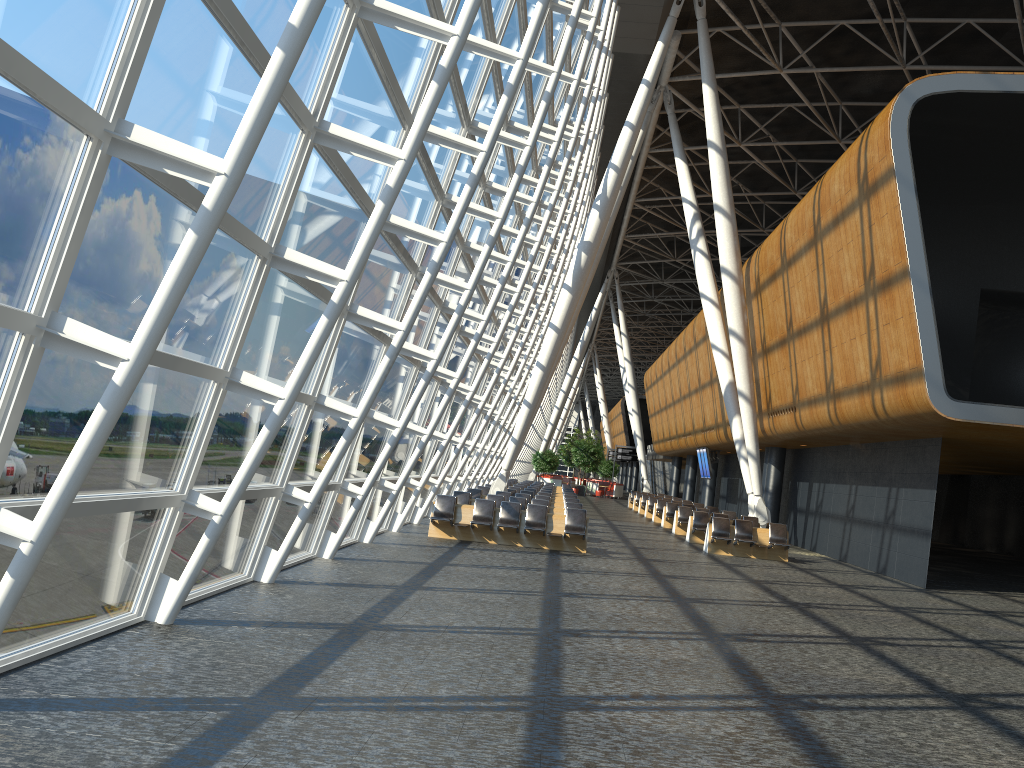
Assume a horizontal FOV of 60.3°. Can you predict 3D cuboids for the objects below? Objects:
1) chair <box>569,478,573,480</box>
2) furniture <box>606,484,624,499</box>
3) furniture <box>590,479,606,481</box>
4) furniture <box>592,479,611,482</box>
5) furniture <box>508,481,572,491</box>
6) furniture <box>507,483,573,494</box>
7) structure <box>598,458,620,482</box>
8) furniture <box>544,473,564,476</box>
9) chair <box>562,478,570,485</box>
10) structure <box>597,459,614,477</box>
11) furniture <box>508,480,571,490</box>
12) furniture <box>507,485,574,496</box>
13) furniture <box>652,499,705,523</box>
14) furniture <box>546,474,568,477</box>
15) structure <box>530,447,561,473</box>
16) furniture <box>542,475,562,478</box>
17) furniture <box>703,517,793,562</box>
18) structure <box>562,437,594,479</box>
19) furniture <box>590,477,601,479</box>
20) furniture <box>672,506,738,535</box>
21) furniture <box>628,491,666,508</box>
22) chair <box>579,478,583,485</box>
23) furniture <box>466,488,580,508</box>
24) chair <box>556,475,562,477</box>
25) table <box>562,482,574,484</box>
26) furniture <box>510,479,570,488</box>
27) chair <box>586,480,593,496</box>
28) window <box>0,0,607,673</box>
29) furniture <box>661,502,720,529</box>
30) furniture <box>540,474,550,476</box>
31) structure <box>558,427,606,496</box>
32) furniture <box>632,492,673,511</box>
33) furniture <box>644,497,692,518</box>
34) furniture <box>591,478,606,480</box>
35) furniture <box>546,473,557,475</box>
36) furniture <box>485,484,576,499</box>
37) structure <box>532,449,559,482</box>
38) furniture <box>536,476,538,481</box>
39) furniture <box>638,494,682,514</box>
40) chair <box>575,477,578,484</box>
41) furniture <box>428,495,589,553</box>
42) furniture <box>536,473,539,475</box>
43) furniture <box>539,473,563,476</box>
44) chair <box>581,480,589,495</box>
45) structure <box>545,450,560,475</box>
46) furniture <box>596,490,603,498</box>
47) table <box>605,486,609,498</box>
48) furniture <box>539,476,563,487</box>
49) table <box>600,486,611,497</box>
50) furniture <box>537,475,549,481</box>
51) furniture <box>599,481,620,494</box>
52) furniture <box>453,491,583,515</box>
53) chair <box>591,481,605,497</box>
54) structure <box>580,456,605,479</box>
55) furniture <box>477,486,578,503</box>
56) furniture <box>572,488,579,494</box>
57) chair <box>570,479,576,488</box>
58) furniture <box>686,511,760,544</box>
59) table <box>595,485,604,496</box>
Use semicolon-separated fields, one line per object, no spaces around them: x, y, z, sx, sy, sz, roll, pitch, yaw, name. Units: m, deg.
4.137;7.464;65.592;0.658;1.011;0.625;5;-1;28;chair
6.921;7.140;58.839;0.886;1.007;2.843;5;-4;16;furniture
6.834;8.397;72.976;2.846;1.008;0.884;10;-4;-44;furniture
6.968;8.077;69.258;0.893;1.008;2.820;7;-4;-29;furniture
1.075;4.878;39.296;3.249;0.869;1.665;5;-4;3;furniture
0.914;4.594;36.301;3.249;0.869;1.665;5;-4;3;furniture
7.361;7.104;67.807;1.742;2.781;1.771;6;-1;-39;structure
4.307;10.598;99.573;3.249;0.869;1.665;5;-4;3;furniture
3.453;6.846;59.454;0.620;1.011;0.664;5;-1;28;chair
8.250;8.013;78.178;1.893;2.998;1.925;6;-1;-39;structure
1.236;5.162;42.292;3.249;0.869;1.665;5;-4;3;furniture
0.754;4.310;33.305;3.249;0.869;1.665;5;-4;3;furniture
6.303;4.863;33.249;1.895;0.869;1.665;6;-4;3;furniture
4.039;8.517;77.458;2.846;1.008;0.884;10;-4;-44;furniture
2.189;5.764;59.712;1.925;2.971;1.858;6;-1;-23;structure
3.024;7.377;65.861;0.893;1.008;2.820;7;-4;-29;furniture
5.661;3.726;21.267;1.895;0.869;1.665;6;-4;3;furniture
5.784;6.789;75.941;3.080;4.537;5.775;5;-3;26;structure
10.339;12.004;108.503;1.895;0.869;1.665;6;-4;3;furniture
5.982;4.294;27.258;1.895;0.869;1.665;6;-4;3;furniture
6.946;6.000;45.231;1.895;0.869;1.665;6;-4;3;furniture
5.710;7.964;69.401;0.657;1.011;0.626;5;-1;38;chair
0.272;3.457;24.319;3.249;0.869;1.665;5;-4;3;furniture
3.714;8.169;73.943;0.625;1.011;0.658;6;-1;-32;chair
3.619;6.778;57.053;0.802;0.750;0.797;7;-2;-25;table
1.396;5.447;45.287;3.249;0.869;1.665;5;-4;3;furniture
5.526;7.172;60.758;0.619;1.011;0.664;5;-1;38;chair
3.395;2.554;84.881;3.717;14.025;166.725;6;-5;4;window
6.143;4.579;30.254;1.895;0.869;1.665;6;-4;3;furniture
2.670;7.604;68.797;0.886;1.007;2.843;5;-4;16;furniture
4.498;5.235;60.028;3.095;4.535;5.809;6;-3;-4;structure
6.785;5.716;42.235;1.895;0.869;1.665;6;-4;3;furniture
6.464;5.147;36.244;1.895;0.869;1.665;6;-4;3;furniture
10.017;11.436;102.512;1.895;0.869;1.665;6;-4;3;furniture
4.468;10.882;102.568;3.249;0.869;1.665;5;-4;3;furniture
0.593;4.025;30.310;3.249;0.869;1.665;5;-4;3;furniture
2.113;5.592;56.810;1.742;2.781;1.771;6;-1;-39;structure
3.344;8.893;81.601;3.249;0.869;1.665;5;-4;3;furniture
6.625;5.431;39.240;1.895;0.869;1.665;6;-4;3;furniture
5.616;8.303;73.299;0.662;1.011;0.621;6;-1;-12;chair
-0.049;2.888;18.328;3.249;0.869;1.665;5;-4;3;furniture
3.825;9.745;90.587;3.249;0.869;1.665;5;-4;3;furniture
4.147;10.314;96.578;3.249;0.869;1.665;5;-4;3;furniture
5.309;7.254;61.918;0.657;1.011;0.626;5;-1;38;chair
2.502;6.232;63.941;1.792;2.854;1.823;6;-1;-39;structure
5.645;7.139;57.175;0.441;0.460;0.445;5;-2;16;furniture
6.251;7.220;59.029;0.796;0.750;0.803;5;-2;20;table
2.623;6.666;58.378;0.893;1.008;2.820;7;-4;-29;furniture
6.044;7.063;57.508;0.796;0.750;0.803;5;-2;20;table
2.269;6.894;61.313;0.886;1.007;2.843;5;-4;16;furniture
6.567;7.367;61.774;0.893;1.008;2.820;7;-4;-29;furniture
0.111;3.173;21.324;3.249;0.869;1.665;5;-4;3;furniture
5.705;6.988;58.507;0.664;1.011;0.619;6;-1;-42;chair
6.408;6.978;71.391;2.273;3.479;2.226;6;-1;16;structure
0.433;3.741;27.314;3.249;0.869;1.665;5;-4;3;furniture
4.058;6.948;56.824;0.445;0.460;0.441;8;-3;-44;furniture
3.735;6.754;58.108;0.658;1.011;0.625;5;-1;28;chair
5.821;4.010;24.263;1.895;0.869;1.665;6;-4;3;furniture
5.960;7.406;61.436;0.796;0.750;0.803;5;-2;20;table
